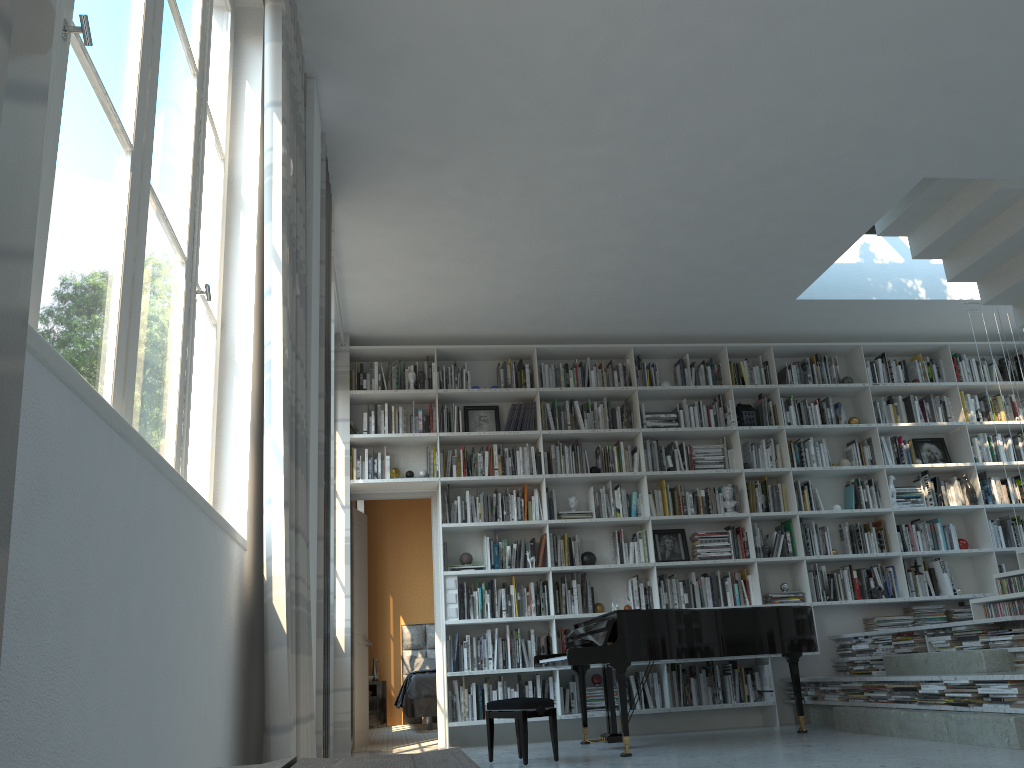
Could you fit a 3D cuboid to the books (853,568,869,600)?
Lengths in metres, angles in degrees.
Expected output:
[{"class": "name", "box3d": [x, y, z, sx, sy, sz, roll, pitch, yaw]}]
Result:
[{"class": "books", "box3d": [2.898, 1.679, 7.395, 0.026, 0.261, 0.174, -1, -18, -8]}]

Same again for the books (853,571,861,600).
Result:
[{"class": "books", "box3d": [2.826, 1.687, 7.378, 0.031, 0.243, 0.185, -1, -18, -8]}]

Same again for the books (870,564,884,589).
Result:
[{"class": "books", "box3d": [3.066, 1.665, 7.431, 0.013, 0.293, 0.135, -1, -18, -8]}]

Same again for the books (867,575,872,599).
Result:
[{"class": "books", "box3d": [2.948, 1.706, 7.402, 0.022, 0.210, 0.136, -1, -18, -8]}]

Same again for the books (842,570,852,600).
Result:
[{"class": "books", "box3d": [2.750, 1.685, 7.369, 0.025, 0.251, 0.182, -1, -18, -8]}]

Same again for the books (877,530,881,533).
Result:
[{"class": "books", "box3d": [3.107, 1.359, 7.540, 0.016, 0.204, 0.142, -1, -18, -8]}]

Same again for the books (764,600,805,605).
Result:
[{"class": "books", "box3d": [2.214, 1.781, 7.220, 0.285, 0.012, 0.160, -2, -18, -3]}]

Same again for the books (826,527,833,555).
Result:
[{"class": "books", "box3d": [2.640, 1.343, 7.478, 0.013, 0.250, 0.173, -1, -18, -8]}]

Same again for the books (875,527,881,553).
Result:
[{"class": "books", "box3d": [3.072, 1.347, 7.538, 0.021, 0.231, 0.156, -1, -18, -8]}]

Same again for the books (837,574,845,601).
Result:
[{"class": "books", "box3d": [2.699, 1.701, 7.371, 0.024, 0.227, 0.160, -1, -18, -8]}]

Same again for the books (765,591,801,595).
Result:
[{"class": "books", "box3d": [2.210, 1.709, 7.233, 0.254, 0.012, 0.161, -4, -18, 1]}]

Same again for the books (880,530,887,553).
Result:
[{"class": "books", "box3d": [3.123, 1.357, 7.533, 0.013, 0.203, 0.159, -1, -18, -8]}]

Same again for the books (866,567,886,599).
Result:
[{"class": "books", "box3d": [3.027, 1.675, 7.413, 0.070, 0.265, 0.186, -1, -18, -8]}]

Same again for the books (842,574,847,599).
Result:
[{"class": "books", "box3d": [2.730, 1.705, 7.377, 0.012, 0.220, 0.153, -1, -18, -8]}]

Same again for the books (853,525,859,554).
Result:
[{"class": "books", "box3d": [2.881, 1.336, 7.514, 0.008, 0.258, 0.159, -1, -18, -8]}]

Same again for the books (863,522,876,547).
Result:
[{"class": "books", "box3d": [3.026, 1.323, 7.526, 0.006, 0.273, 0.173, -1, -18, -8]}]

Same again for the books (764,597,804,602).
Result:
[{"class": "books", "box3d": [2.213, 1.757, 7.223, 0.285, 0.012, 0.160, -2, -18, -5]}]

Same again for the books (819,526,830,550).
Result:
[{"class": "books", "box3d": [2.627, 1.338, 7.476, 0.014, 0.260, 0.142, -1, -18, -8]}]

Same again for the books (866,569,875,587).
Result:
[{"class": "books", "box3d": [2.988, 1.686, 7.410, 0.012, 0.248, 0.165, -1, -18, -8]}]

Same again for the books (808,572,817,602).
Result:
[{"class": "books", "box3d": [2.466, 1.691, 7.339, 0.012, 0.253, 0.161, -1, -18, -8]}]

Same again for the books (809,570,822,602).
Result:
[{"class": "books", "box3d": [2.486, 1.680, 7.324, 0.023, 0.261, 0.187, -1, -18, -8]}]

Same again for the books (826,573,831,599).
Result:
[{"class": "books", "box3d": [2.578, 1.675, 7.349, 0.010, 0.276, 0.174, -1, -18, -8]}]

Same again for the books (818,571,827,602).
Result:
[{"class": "books", "box3d": [2.533, 1.683, 7.331, 0.023, 0.255, 0.178, -1, -18, -8]}]

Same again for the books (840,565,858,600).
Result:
[{"class": "books", "box3d": [2.804, 1.664, 7.379, 0.012, 0.292, 0.175, -1, -18, -8]}]

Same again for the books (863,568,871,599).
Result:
[{"class": "books", "box3d": [2.923, 1.681, 7.405, 0.026, 0.262, 0.170, -1, -18, -8]}]

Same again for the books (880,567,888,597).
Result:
[{"class": "books", "box3d": [3.083, 1.679, 7.430, 0.021, 0.264, 0.150, -1, -18, -8]}]

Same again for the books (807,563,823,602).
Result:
[{"class": "books", "box3d": [2.501, 1.655, 7.336, 0.010, 0.315, 0.187, -1, -18, -8]}]

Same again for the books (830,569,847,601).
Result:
[{"class": "books", "box3d": [2.717, 1.681, 7.377, 0.014, 0.267, 0.172, -1, -18, -8]}]

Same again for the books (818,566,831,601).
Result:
[{"class": "books", "box3d": [2.559, 1.664, 7.340, 0.030, 0.293, 0.189, -1, -18, -8]}]

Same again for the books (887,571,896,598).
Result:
[{"class": "books", "box3d": [3.134, 1.690, 7.415, 0.025, 0.227, 0.176, -1, -18, -8]}]

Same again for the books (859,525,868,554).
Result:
[{"class": "books", "box3d": [2.940, 1.333, 7.502, 0.018, 0.250, 0.184, -1, -18, -8]}]

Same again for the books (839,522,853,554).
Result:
[{"class": "books", "box3d": [2.836, 1.327, 7.526, 0.016, 0.288, 0.132, -1, -18, -8]}]

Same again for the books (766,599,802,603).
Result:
[{"class": "books", "box3d": [2.213, 1.769, 7.221, 0.254, 0.012, 0.161, -3, -18, -2]}]

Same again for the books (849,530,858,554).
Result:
[{"class": "books", "box3d": [2.857, 1.352, 7.491, 0.016, 0.215, 0.178, -1, -18, -8]}]

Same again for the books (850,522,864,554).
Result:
[{"class": "books", "box3d": [2.924, 1.325, 7.530, 0.007, 0.284, 0.160, -1, -18, -8]}]

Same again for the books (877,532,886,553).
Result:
[{"class": "books", "box3d": [3.096, 1.362, 7.508, 0.016, 0.180, 0.190, -1, -18, -8]}]

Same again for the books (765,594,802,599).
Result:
[{"class": "books", "box3d": [2.212, 1.732, 7.224, 0.254, 0.012, 0.161, -1, -18, -8]}]

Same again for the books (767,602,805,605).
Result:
[{"class": "books", "box3d": [2.215, 1.791, 7.212, 0.285, 0.012, 0.160, -2, -18, -5]}]

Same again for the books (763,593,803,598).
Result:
[{"class": "books", "box3d": [2.211, 1.723, 7.236, 0.285, 0.012, 0.160, -2, -18, -4]}]

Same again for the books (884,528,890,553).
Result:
[{"class": "books", "box3d": [3.163, 1.351, 7.556, 0.009, 0.223, 0.146, -1, -18, -8]}]

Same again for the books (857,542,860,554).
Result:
[{"class": "books", "box3d": [2.900, 1.366, 7.528, 0.031, 0.208, 0.123, -1, -18, -8]}]

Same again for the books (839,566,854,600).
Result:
[{"class": "books", "box3d": [2.790, 1.674, 7.397, 0.012, 0.284, 0.160, -1, -18, -8]}]

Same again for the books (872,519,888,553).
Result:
[{"class": "books", "box3d": [3.131, 1.311, 7.541, 0.007, 0.294, 0.162, -1, -18, -8]}]

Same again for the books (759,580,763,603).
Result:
[{"class": "books", "box3d": [2.009, 1.721, 7.277, 0.030, 0.209, 0.137, -1, -18, -8]}]

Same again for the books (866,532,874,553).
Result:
[{"class": "books", "box3d": [2.999, 1.362, 7.511, 0.015, 0.194, 0.176, -1, -18, -8]}]

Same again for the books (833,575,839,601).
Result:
[{"class": "books", "box3d": [2.654, 1.705, 7.357, 0.011, 0.216, 0.176, -1, -18, -8]}]

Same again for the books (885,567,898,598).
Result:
[{"class": "books", "box3d": [3.158, 1.677, 7.429, 0.026, 0.257, 0.157, -1, -18, -8]}]

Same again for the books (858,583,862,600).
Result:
[{"class": "books", "box3d": [2.852, 1.695, 7.394, 0.025, 0.237, 0.157, -1, -18, -8]}]

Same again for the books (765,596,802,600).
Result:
[{"class": "books", "box3d": [2.212, 1.747, 7.231, 0.254, 0.012, 0.161, -2, -18, -3]}]

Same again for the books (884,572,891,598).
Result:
[{"class": "books", "box3d": [3.103, 1.696, 7.414, 0.013, 0.219, 0.169, -1, -18, -8]}]

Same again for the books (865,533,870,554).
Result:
[{"class": "books", "box3d": [2.961, 1.365, 7.494, 0.018, 0.181, 0.182, -1, -18, -8]}]

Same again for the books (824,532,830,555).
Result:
[{"class": "books", "box3d": [2.615, 1.362, 7.462, 0.014, 0.206, 0.181, -1, -18, -8]}]

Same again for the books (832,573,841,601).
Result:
[{"class": "books", "box3d": [2.672, 1.700, 7.372, 0.029, 0.234, 0.143, -1, -18, -8]}]

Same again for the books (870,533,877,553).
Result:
[{"class": "books", "box3d": [3.017, 1.366, 7.508, 0.019, 0.182, 0.191, -1, -18, -8]}]

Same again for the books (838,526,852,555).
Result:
[{"class": "books", "box3d": [2.822, 1.341, 7.506, 0.019, 0.251, 0.130, -1, -18, -8]}]

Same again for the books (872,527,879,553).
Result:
[{"class": "books", "box3d": [3.039, 1.344, 7.520, 0.018, 0.228, 0.182, -1, -18, -8]}]

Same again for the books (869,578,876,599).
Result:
[{"class": "books", "box3d": [2.973, 1.717, 7.395, 0.025, 0.180, 0.169, -1, -18, -8]}]

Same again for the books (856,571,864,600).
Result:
[{"class": "books", "box3d": [2.874, 1.694, 7.404, 0.021, 0.242, 0.131, -1, -18, -8]}]

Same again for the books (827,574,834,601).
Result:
[{"class": "books", "box3d": [2.616, 1.698, 7.353, 0.065, 0.230, 0.162, -1, -18, -8]}]

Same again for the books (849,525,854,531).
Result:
[{"class": "books", "box3d": [2.869, 1.335, 7.513, 0.015, 0.261, 0.150, -1, -18, -8]}]
